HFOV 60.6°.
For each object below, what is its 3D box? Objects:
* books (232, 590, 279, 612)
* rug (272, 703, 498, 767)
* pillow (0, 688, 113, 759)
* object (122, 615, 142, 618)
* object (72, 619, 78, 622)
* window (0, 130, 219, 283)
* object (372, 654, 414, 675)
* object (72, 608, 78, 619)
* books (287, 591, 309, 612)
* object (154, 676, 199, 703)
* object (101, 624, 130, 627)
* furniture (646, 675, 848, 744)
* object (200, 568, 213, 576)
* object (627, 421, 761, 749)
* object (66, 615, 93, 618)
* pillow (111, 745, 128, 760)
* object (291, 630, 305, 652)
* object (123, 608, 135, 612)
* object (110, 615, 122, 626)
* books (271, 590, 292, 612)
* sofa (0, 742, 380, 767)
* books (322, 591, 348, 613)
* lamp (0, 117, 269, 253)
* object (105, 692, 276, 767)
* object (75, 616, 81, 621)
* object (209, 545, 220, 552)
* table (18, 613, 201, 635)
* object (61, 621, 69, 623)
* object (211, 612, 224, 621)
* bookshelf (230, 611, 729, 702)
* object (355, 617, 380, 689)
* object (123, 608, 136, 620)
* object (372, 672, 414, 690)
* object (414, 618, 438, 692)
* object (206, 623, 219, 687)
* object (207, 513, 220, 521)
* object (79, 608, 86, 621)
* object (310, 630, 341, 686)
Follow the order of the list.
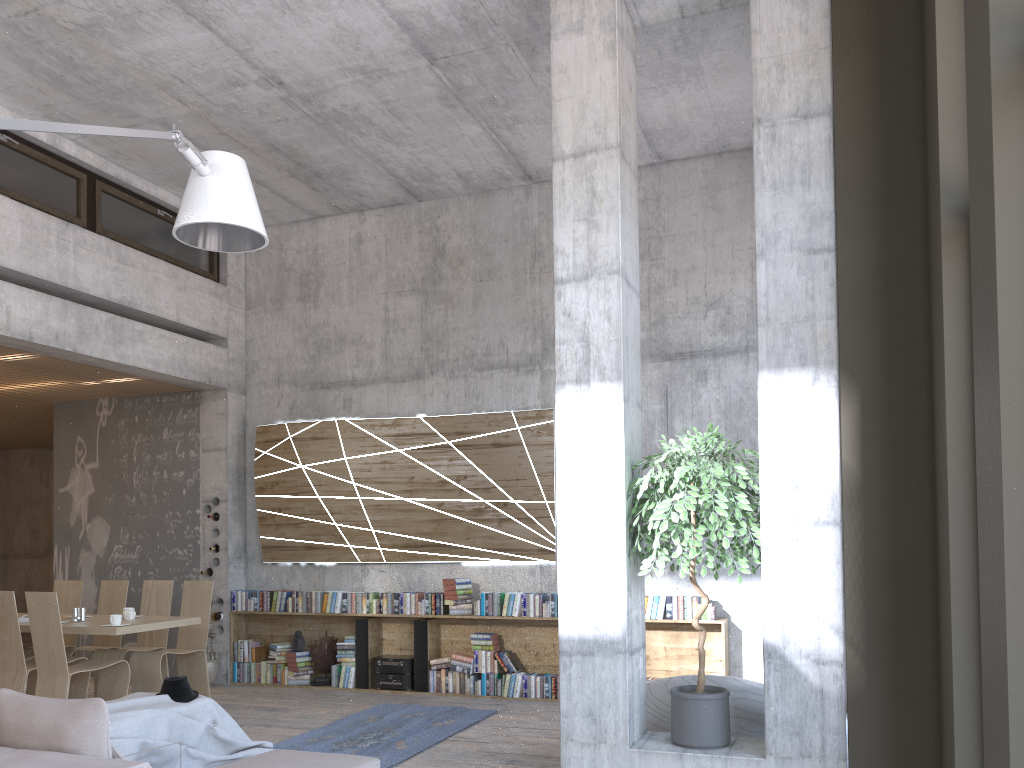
[{"bbox_3d":[-2.831,2.387,9.657,0.491,0.218,0.217,-4,-6,20],"label":"books"},{"bbox_3d":[-1.174,2.739,6.708,1.165,0.048,2.953,-4,-11,20],"label":"rug"},{"bbox_3d":[-1.730,1.446,3.350,0.565,0.552,0.222,-3,-3,22],"label":"pillow"},{"bbox_3d":[-3.523,2.142,8.064,0.186,0.014,0.187,-5,-11,23],"label":"object"},{"bbox_3d":[-3.804,2.056,7.631,0.050,0.019,0.051,-1,-9,3],"label":"object"},{"bbox_3d":[-4.722,-2.048,5.803,0.113,0.600,8.540,-1,-10,20],"label":"window"},{"bbox_3d":[-1.188,2.899,9.065,0.441,0.159,0.307,-4,-9,20],"label":"object"},{"bbox_3d":[-3.832,2.022,7.691,0.052,0.108,0.053,1,-3,-25],"label":"object"},{"bbox_3d":[-2.265,2.343,9.452,0.279,0.218,0.211,-3,-6,19],"label":"books"},{"bbox_3d":[-2.349,2.130,6.139,0.302,0.167,0.302,-2,-8,8],"label":"object"},{"bbox_3d":[-3.269,1.992,7.237,0.185,0.014,0.188,-2,-10,6],"label":"object"},{"bbox_3d":[1.468,2.432,6.378,1.799,0.803,1.647,5,-10,-32],"label":"furniture"},{"bbox_3d":[-3.340,2.093,9.754,0.095,0.094,0.342,-3,-10,20],"label":"object"},{"bbox_3d":[1.125,1.158,5.118,1.000,1.848,0.976,0,-3,-14],"label":"object"},{"bbox_3d":[-4.008,2.157,8.113,0.186,0.014,0.187,-7,-12,33],"label":"object"},{"bbox_3d":[-1.442,1.556,3.274,0.151,0.373,0.372,1,-6,-37],"label":"pillow"},{"bbox_3d":[-2.286,2.748,9.379,0.145,0.227,0.137,-2,-4,17],"label":"object"},{"bbox_3d":[-3.529,2.104,8.072,0.093,0.087,0.118,1,-7,-15],"label":"object"},{"bbox_3d":[-3.263,1.948,7.226,0.093,0.087,0.118,2,-8,-26],"label":"object"},{"bbox_3d":[-2.493,2.361,9.546,0.200,0.226,0.191,-3,-5,20],"label":"books"},{"bbox_3d":[-2.237,1.998,4.661,3.004,0.777,3.048,-4,-10,20],"label":"sofa"},{"bbox_3d":[-1.866,2.305,9.278,0.250,0.226,0.191,-3,-6,20],"label":"books"},{"bbox_3d":[-1.704,0.424,3.183,0.756,3.392,2.656,-1,-5,8],"label":"lamp"},{"bbox_3d":[-2.419,2.369,5.978,1.051,0.497,1.609,-7,-11,38],"label":"object"},{"bbox_3d":[-3.785,2.045,7.648,0.051,0.045,0.051,-6,-8,38],"label":"object"},{"bbox_3d":[-3.243,1.832,9.765,0.093,0.092,0.351,-3,-10,20],"label":"object"},{"bbox_3d":[-5.437,2.657,8.415,5.199,0.915,1.022,-4,-7,20],"label":"table"},{"bbox_3d":[-3.936,2.052,7.527,0.185,0.014,0.188,-2,-10,6],"label":"object"},{"bbox_3d":[-3.189,2.568,9.727,0.095,0.094,0.342,-3,-10,20],"label":"object"},{"bbox_3d":[-0.552,2.724,8.844,5.334,0.798,0.305,-4,-4,20],"label":"bookshelf"},{"bbox_3d":[-1.515,2.836,9.213,0.153,0.753,0.274,-1,-3,20],"label":"object"},{"bbox_3d":[-3.411,2.051,7.818,0.089,0.110,0.124,-2,-6,11],"label":"object"},{"bbox_3d":[-1.184,3.060,9.066,0.441,0.162,0.296,-4,-9,20],"label":"object"},{"bbox_3d":[-0.878,2.786,8.977,0.153,0.753,0.274,-1,-3,20],"label":"object"},{"bbox_3d":[-3.311,2.940,9.512,0.249,0.676,0.273,0,-3,-17],"label":"object"},{"bbox_3d":[-3.261,1.475,9.738,0.090,0.089,0.339,-3,-10,20],"label":"object"},{"bbox_3d":[-3.775,2.023,7.707,0.052,0.111,0.053,1,-3,-25],"label":"object"},{"bbox_3d":[-1.990,2.920,9.390,0.344,0.564,0.197,1,-3,-20],"label":"object"}]
